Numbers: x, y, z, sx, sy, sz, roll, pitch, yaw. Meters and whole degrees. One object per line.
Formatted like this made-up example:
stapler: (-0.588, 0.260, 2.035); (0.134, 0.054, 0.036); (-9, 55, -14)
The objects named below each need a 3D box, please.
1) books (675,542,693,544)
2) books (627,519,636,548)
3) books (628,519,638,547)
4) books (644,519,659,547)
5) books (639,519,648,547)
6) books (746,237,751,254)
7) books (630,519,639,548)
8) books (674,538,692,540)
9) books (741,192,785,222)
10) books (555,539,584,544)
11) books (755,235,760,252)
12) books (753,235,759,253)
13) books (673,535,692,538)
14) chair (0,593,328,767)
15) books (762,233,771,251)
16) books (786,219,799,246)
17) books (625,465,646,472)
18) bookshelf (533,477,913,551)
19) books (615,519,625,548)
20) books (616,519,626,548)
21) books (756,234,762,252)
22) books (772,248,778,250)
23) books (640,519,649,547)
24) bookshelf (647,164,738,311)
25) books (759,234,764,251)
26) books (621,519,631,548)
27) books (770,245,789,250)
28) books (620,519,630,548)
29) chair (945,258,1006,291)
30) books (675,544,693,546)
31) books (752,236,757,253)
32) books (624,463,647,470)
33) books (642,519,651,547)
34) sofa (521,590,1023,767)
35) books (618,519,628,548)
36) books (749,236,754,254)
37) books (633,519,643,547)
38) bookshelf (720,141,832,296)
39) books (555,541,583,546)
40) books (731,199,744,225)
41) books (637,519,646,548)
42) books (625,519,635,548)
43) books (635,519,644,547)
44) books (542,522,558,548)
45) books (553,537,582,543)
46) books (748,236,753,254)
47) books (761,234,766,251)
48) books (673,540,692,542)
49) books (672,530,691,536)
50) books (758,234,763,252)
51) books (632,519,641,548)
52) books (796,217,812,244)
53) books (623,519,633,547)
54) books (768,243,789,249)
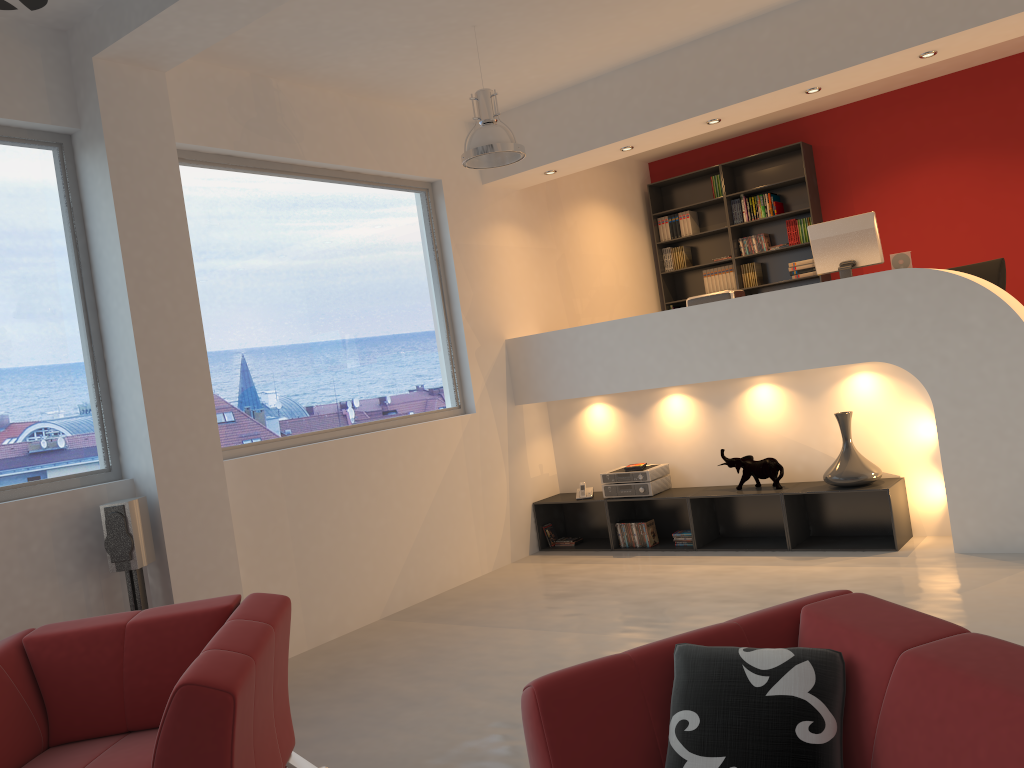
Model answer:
books: (1.327, 1.164, 6.587); (0.190, 0.015, 0.135); (-8, 1, 37)
books: (0.939, 1.146, 6.810); (0.031, 0.190, 0.135); (-8, 1, 37)
books: (0.951, 1.144, 6.801); (0.031, 0.190, 0.135); (-8, 1, 37)
books: (1.058, 1.129, 6.720); (0.031, 0.190, 0.135); (-8, 1, 37)
books: (1.022, 1.134, 6.747); (0.031, 0.190, 0.135); (-8, 1, 37)
books: (2.390, -1.374, 8.852); (0.031, 0.190, 0.135); (-8, 1, 37)
books: (0.963, 1.143, 6.792); (0.031, 0.190, 0.135); (-8, 1, 37)
books: (1.319, 1.134, 6.589); (0.190, 0.015, 0.135); (-8, 1, 37)
books: (2.459, -1.751, 8.719); (0.341, 0.286, 0.231); (-8, 1, 37)
books: (0.469, 1.286, 7.237); (0.190, 0.015, 0.135); (-8, 1, 37)
books: (2.462, -1.384, 8.798); (0.031, 0.190, 0.135); (-8, 1, 37)
books: (2.450, -1.382, 8.807); (0.031, 0.190, 0.135); (-8, 1, 37)
books: (1.309, 1.121, 6.586); (0.190, 0.015, 0.135); (-8, 1, 37)
chair: (-1.381, 1.252, 3.046); (1.288, 0.738, 0.951); (-8, 0, -3)
books: (2.521, -1.392, 8.753); (0.031, 0.190, 0.135); (-8, 1, 37)
books: (2.740, -1.457, 8.574); (0.090, 0.256, 0.181); (-8, 1, 37)
books: (0.949, 0.647, 6.800); (0.135, 0.015, 0.190); (-8, 0, 17)
bookshelf: (1.410, 0.987, 6.533); (2.764, 0.397, 0.405); (-8, 1, 37)
books: (0.856, 1.158, 6.873); (0.031, 0.190, 0.135); (-8, 1, 37)
books: (0.868, 1.156, 6.864); (0.031, 0.190, 0.135); (-8, 1, 37)
books: (2.473, -1.386, 8.789); (0.031, 0.190, 0.135); (-8, 1, 37)
books: (2.634, -1.320, 8.678); (0.190, 0.015, 0.135); (-8, 0, 32)
books: (1.034, 1.132, 6.738); (0.031, 0.190, 0.135); (-8, 1, 37)
bookshelf: (1.980, -1.044, 9.129); (0.816, 2.213, 0.305); (-8, 1, 37)
books: (2.497, -1.389, 8.771); (0.031, 0.190, 0.135); (-8, 1, 37)
books: (0.903, 1.151, 6.837); (0.031, 0.190, 0.135); (-8, 1, 37)
books: (2.637, -1.336, 8.674); (0.190, 0.015, 0.135); (-8, 1, 37)
books: (0.891, 1.153, 6.846); (0.031, 0.190, 0.135); (-8, 1, 37)
chair: (3.455, -0.531, 6.991); (0.768, 0.795, 0.664); (-9, 0, -33)
books: (1.324, 1.179, 6.591); (0.190, 0.015, 0.135); (-8, 0, 32)
books: (2.438, -1.381, 8.816); (0.031, 0.190, 0.135); (-8, 1, 37)
books: (0.949, 0.631, 6.810); (0.135, 0.015, 0.190); (-8, 0, 22)
books: (1.046, 1.131, 6.728); (0.031, 0.190, 0.135); (-8, 1, 37)
sofa: (0.679, 0.958, 1.551); (0.951, 0.738, 1.929); (-8, 0, -13)
books: (0.879, 1.154, 6.855); (0.031, 0.190, 0.135); (-8, 1, 37)
books: (2.414, -1.377, 8.834); (0.031, 0.190, 0.135); (-8, 1, 37)
books: (0.986, 1.139, 6.774); (0.031, 0.190, 0.135); (-8, 1, 37)
bookshelf: (2.626, -1.136, 8.640); (0.816, 2.213, 0.305); (-8, 1, 37)
books: (0.467, 1.301, 7.240); (0.190, 0.015, 0.135); (-8, 1, 37)
books: (2.287, -1.712, 8.880); (0.090, 0.256, 0.181); (-8, 1, 37)
books: (1.010, 1.136, 6.756); (0.031, 0.190, 0.135); (-8, 1, 37)
books: (0.927, 1.148, 6.819); (0.031, 0.190, 0.135); (-8, 1, 37)
books: (0.998, 1.137, 6.764); (0.031, 0.190, 0.135); (-8, 1, 37)
books: (0.321, 1.240, 7.278); (0.063, 0.187, 0.135); (-8, 1, 37)
books: (0.454, 1.273, 7.246); (0.190, 0.015, 0.135); (-8, 1, 37)
books: (2.402, -1.375, 8.843); (0.031, 0.190, 0.135); (-8, 1, 37)
books: (2.509, -1.391, 8.762); (0.031, 0.190, 0.135); (-8, 1, 37)
books: (1.317, 1.150, 6.593); (0.190, 0.015, 0.135); (-8, 1, 42)
books: (1.304, 1.106, 6.597); (0.190, 0.015, 0.135); (-8, 0, 32)
books: (2.485, -1.387, 8.780); (0.031, 0.190, 0.135); (-8, 1, 37)
books: (0.975, 1.141, 6.783); (0.031, 0.190, 0.135); (-8, 1, 37)
books: (2.836, -1.462, 8.501); (0.146, 0.240, 0.170); (-8, 1, 37)
books: (0.915, 1.149, 6.828); (0.031, 0.190, 0.135); (-8, 1, 37)
books: (2.627, -1.349, 8.680); (0.190, 0.015, 0.135); (-8, 1, 42)
